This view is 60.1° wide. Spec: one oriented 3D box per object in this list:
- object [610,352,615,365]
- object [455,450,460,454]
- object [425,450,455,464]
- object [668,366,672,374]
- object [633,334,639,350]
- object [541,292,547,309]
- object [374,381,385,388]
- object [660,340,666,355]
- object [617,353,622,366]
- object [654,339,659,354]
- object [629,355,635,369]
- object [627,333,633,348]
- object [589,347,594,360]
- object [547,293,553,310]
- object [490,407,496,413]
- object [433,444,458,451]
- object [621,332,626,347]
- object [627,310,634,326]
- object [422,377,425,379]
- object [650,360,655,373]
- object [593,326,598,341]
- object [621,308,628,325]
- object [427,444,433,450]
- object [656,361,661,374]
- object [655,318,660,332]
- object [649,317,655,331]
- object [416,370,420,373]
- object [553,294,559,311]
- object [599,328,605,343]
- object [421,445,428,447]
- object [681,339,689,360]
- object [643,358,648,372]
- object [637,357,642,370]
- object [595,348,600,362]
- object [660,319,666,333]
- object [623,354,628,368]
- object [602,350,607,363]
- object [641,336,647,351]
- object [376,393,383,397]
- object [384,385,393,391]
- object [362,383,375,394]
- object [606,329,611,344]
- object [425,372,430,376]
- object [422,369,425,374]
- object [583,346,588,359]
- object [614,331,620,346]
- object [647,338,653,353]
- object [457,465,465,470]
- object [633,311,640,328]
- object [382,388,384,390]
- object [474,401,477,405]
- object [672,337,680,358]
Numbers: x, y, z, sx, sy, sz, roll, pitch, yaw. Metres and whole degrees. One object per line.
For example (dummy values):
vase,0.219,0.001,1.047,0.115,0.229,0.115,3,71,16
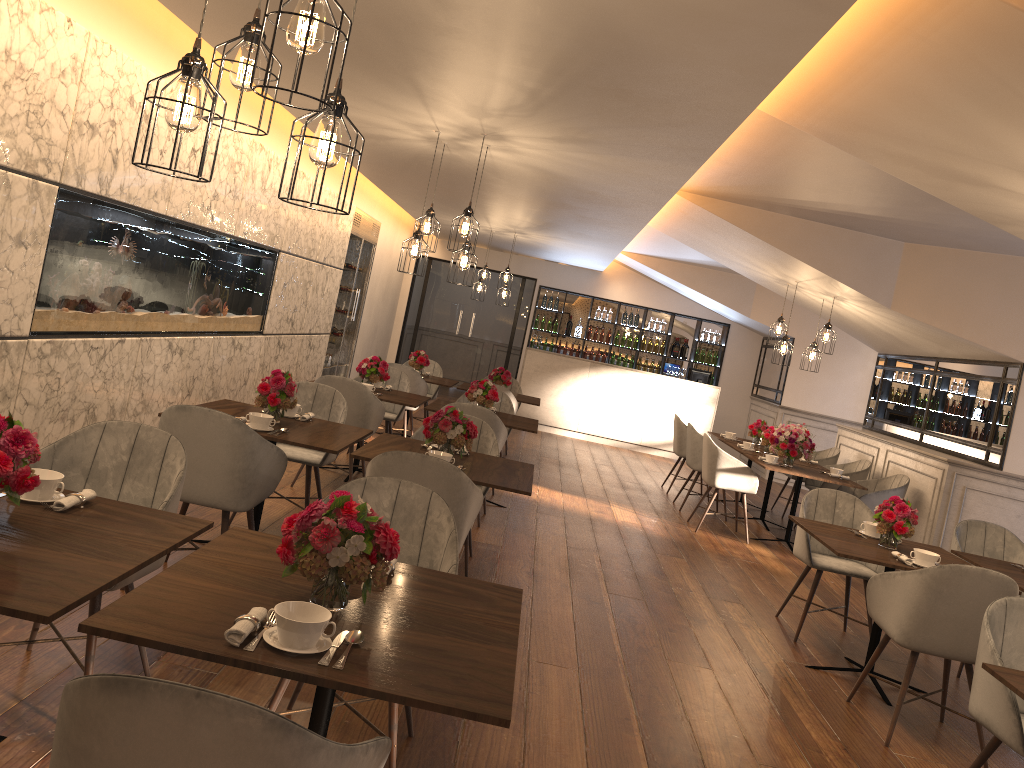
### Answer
object,1.731,-0.430,15.135,0.065,0.261,0.066,11,1,-20
object,-0.299,0.376,4.987,0.025,0.024,0.193,12,4,2
object,-0.361,0.379,4.390,0.147,0.072,0.149,10,3,-21
object,2.688,-0.200,15.097,0.065,0.207,0.065,11,1,-43
object,2.130,-0.718,15.118,0.065,0.263,0.066,11,1,-20
object,0.563,-1.447,15.147,0.075,0.310,0.075,12,1,27
object,-1.170,-0.007,7.607,0.147,0.072,0.149,8,5,-46
object,2.584,-0.621,15.101,0.065,0.261,0.066,11,1,-20
object,1.840,-0.407,15.130,0.065,0.261,0.066,11,1,-20
object,2.476,-0.644,15.105,0.065,0.261,0.066,11,1,-20
object,2.056,-0.362,15.122,0.065,0.261,0.066,11,1,-20
object,2.021,-0.740,15.123,0.065,0.263,0.066,11,1,-20
object,1.367,-0.506,15.149,0.065,0.261,0.066,11,1,-20
object,0.665,-1.425,15.143,0.074,0.310,0.075,11,1,-45
object,-0.163,0.221,7.568,0.056,0.039,0.176,12,4,2
object,-0.372,0.335,5.000,0.147,0.072,0.149,10,3,-21
object,1.913,-0.763,15.127,0.065,0.263,0.066,11,1,-20
object,2.032,-1.139,15.090,0.075,0.310,0.075,12,1,13
object,-0.962,-0.064,9.509,0.043,0.015,0.197,12,4,5
object,2.403,-0.289,15.108,0.065,0.261,0.066,11,1,-20
object,1.441,-0.861,15.145,0.065,0.261,0.066,11,1,-20
object,1.930,-1.160,15.094,0.075,0.310,0.075,12,1,34
object,-0.456,0.355,4.977,0.022,0.004,0.211,12,4,1
object,2.511,-0.266,15.104,0.065,0.261,0.066,11,1,-20
object,2.484,-1.005,15.073,0.070,0.235,0.041,12,1,2
object,2.385,-1.026,15.077,0.070,0.235,0.041,12,1,2
object,-1.060,-0.112,9.494,0.147,0.072,0.149,8,5,-46
object,0.767,-1.404,15.139,0.075,0.310,0.075,11,1,-41
object,1.549,-0.838,15.141,0.065,0.261,0.066,11,1,-20
object,-0.489,0.341,4.985,0.043,0.015,0.198,12,4,-2
object,2.959,-0.592,15.061,0.104,0.359,0.103,12,1,29
object,2.294,-0.312,15.113,0.065,0.261,0.066,11,1,-20
object,2.186,-0.334,15.117,0.065,0.261,0.066,11,1,-20
object,1.475,-0.483,15.145,0.065,0.261,0.066,11,1,-20
object,2.582,-0.985,15.069,0.070,0.235,0.041,12,1,2
object,1.948,-0.384,15.126,0.065,0.261,0.066,11,1,-20
object,1.584,-0.461,15.140,0.065,0.261,0.066,11,1,-20
object,2.260,-0.689,15.113,0.065,0.261,0.066,11,1,-20
object,-1.053,0.087,7.012,0.043,0.015,0.198,12,4,-2
object,-1.062,0.033,7.603,0.056,0.039,0.176,12,4,2
object,-1.159,0.037,6.997,0.147,0.072,0.149,8,5,-46
object,1.657,-0.816,15.137,0.065,0.261,0.066,11,1,-20
object,-0.964,-0.116,10.099,0.056,0.039,0.176,12,4,2
object,-1.072,-0.156,10.103,0.149,0.072,0.148,13,3,24
object,1.259,-0.529,15.153,0.065,0.261,0.066,11,1,-20
object,1.805,-0.785,15.131,0.065,0.261,0.066,11,1,-20
object,2.368,-0.667,15.109,0.065,0.261,0.066,11,1,-20
object,-0.255,0.429,4.405,0.043,0.015,0.198,12,4,-2
object,2.134,-1.117,15.086,0.075,0.310,0.075,12,1,13
object,-1.097,0.033,7.594,0.025,0.024,0.193,12,4,2
object,-0.271,0.182,7.572,0.147,0.072,0.149,8,5,-46
object,2.806,-0.623,15.070,0.103,0.359,0.104,11,1,-36
